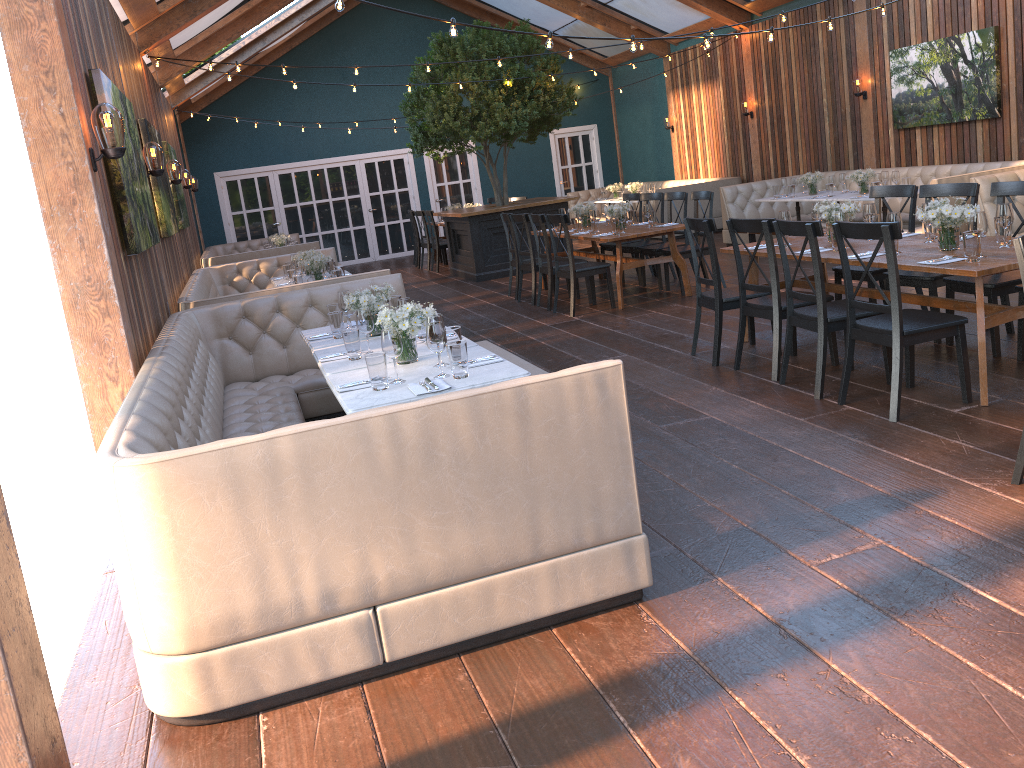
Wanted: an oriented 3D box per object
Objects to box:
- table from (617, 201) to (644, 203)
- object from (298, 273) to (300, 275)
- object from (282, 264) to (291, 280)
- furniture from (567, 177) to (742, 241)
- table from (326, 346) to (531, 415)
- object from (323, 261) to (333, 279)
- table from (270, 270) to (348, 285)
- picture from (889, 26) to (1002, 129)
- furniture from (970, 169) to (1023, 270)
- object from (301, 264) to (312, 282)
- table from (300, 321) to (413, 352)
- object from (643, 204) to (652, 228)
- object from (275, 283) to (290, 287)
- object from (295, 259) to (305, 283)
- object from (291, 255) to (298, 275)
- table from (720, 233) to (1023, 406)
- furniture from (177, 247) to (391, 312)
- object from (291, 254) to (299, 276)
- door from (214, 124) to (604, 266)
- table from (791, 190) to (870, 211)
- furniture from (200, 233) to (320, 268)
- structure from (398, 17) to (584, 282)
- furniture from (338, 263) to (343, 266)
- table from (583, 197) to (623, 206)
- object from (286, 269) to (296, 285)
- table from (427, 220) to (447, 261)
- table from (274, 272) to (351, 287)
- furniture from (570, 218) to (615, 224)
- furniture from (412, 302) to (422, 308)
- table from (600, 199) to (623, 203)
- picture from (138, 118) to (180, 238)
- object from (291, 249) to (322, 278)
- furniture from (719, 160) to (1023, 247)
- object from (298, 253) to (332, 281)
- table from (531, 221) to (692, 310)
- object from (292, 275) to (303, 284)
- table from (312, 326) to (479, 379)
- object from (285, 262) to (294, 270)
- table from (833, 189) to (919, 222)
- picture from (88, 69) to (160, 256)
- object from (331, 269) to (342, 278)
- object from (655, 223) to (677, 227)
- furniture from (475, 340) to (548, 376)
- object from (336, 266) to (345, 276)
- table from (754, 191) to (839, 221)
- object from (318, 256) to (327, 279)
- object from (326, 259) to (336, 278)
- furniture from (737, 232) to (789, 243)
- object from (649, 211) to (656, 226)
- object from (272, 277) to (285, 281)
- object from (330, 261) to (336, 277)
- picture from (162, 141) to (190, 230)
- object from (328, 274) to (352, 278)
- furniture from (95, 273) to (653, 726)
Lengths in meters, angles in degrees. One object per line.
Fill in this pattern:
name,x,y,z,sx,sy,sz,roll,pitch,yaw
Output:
table,2.447,-2.996,15.867,0.801,0.664,0.806,-12,13,-17
object,-2.360,-1.272,10.093,0.158,0.019,0.257,-12,14,-15
object,-2.433,-1.213,9.601,0.092,0.156,0.092,-14,13,-29
furniture,2.610,-3.325,16.721,1.715,0.849,4.198,-11,14,-15
table,-0.365,0.279,4.097,0.801,0.664,0.806,-12,13,-16
object,-1.697,-1.012,8.190,0.092,0.242,0.093,-1,12,31
table,-2.225,-0.891,9.909,0.801,0.664,0.806,-12,13,-17
picture,5.171,-3.636,10.648,0.065,0.986,1.666,-11,13,-15
furniture,5.805,-1.315,6.741,1.715,0.849,4.198,-11,14,-15
object,-1.900,-0.988,8.207,0.092,0.242,0.093,-10,11,-13
table,-0.859,-0.031,5.639,0.801,0.664,0.806,-12,13,-17
object,1.420,-1.755,9.233,0.092,0.242,0.093,-6,11,9
object,-2.285,-1.021,9.026,0.256,0.019,0.159,-12,14,-16
object,-2.143,-1.139,8.958,0.092,0.242,0.093,-1,12,31
object,-2.365,-1.284,9.674,0.092,0.242,0.093,-1,12,31
table,2.431,-0.534,5.726,0.953,0.721,2.454,-11,14,-15
furniture,-2.359,-0.750,9.016,1.715,0.849,4.198,-11,14,-15
object,-2.423,-1.334,9.908,0.092,0.242,0.093,-1,12,31
door,-1.850,-3.884,18.679,8.200,2.185,0.175,-12,11,-16
table,4.034,-1.998,10.910,0.801,0.664,0.806,-11,13,-16
furniture,-4.189,-1.901,14.732,1.715,0.849,4.198,-11,14,-15
structure,-0.246,-3.531,13.238,2.718,3.653,2.883,-9,12,-7
furniture,-3.147,-1.897,15.091,0.314,0.394,2.351,-11,14,-15
table,1.954,-3.307,17.409,0.801,0.664,0.806,-12,13,-16
object,-2.203,-1.065,8.869,0.092,0.156,0.092,-14,13,-29
table,-0.786,-2.558,15.775,0.953,0.721,2.454,-11,14,-15
table,-1.979,-0.736,9.138,0.801,0.664,0.806,-11,13,-16
furniture,1.582,-2.889,16.485,0.314,0.394,2.351,-11,14,-15
furniture,-1.310,-0.741,9.353,0.314,0.394,2.351,-11,14,-15
table,2.200,-3.151,16.638,0.801,0.664,0.806,-11,13,-16
picture,-3.240,-1.873,8.174,0.065,0.986,1.666,-11,13,-15
object,-2.196,-1.302,9.517,0.336,0.306,0.333,-9,12,-4
furniture,4.437,-2.175,11.014,1.715,0.849,4.198,-11,14,-15
object,-1.904,-1.120,8.611,0.336,0.306,0.333,-8,12,0
table,1.067,-1.393,9.988,0.953,0.721,2.454,-11,14,-15
object,-1.958,-0.913,8.111,0.092,0.156,0.092,-14,13,-29
table,-0.612,0.124,4.868,0.801,0.664,0.806,-11,13,-16
object,-2.509,-1.298,9.990,0.092,0.156,0.092,-14,13,-29
table,4.281,-1.843,10.139,0.801,0.664,0.806,-12,13,-16
picture,-2.389,-1.343,5.540,0.065,0.986,1.666,-11,13,-15
object,-1.603,-0.967,8.132,0.091,0.156,0.093,-4,12,20
object,1.591,-1.651,9.182,0.256,0.019,0.159,-12,14,-16
furniture,0.057,0.119,5.084,0.314,0.394,2.351,-11,14,-15
object,-1.650,-1.054,8.515,0.092,0.156,0.092,-14,13,-29
table,3.787,-2.153,11.681,0.801,0.664,0.806,-12,13,-17
object,-1.951,-1.208,9.130,0.092,0.242,0.093,-1,12,31
object,-1.719,-1.066,8.421,0.092,0.242,0.093,-1,12,31
furniture,3.419,-1.733,10.747,0.314,0.394,2.351,-11,14,-15
object,1.479,-1.741,9.319,0.091,0.156,0.093,-4,12,20
object,-2.519,-1.169,9.760,0.256,0.019,0.159,-12,14,-16
object,-1.878,-1.198,9.230,0.092,0.156,0.092,-14,13,-29
picture,-4.075,-2.393,10.764,0.065,0.986,1.666,-11,13,-15
object,-1.773,-1.109,9.099,0.256,0.019,0.159,-12,14,-16
furniture,-0.988,0.112,4.733,1.715,0.849,4.198,-11,14,-15
